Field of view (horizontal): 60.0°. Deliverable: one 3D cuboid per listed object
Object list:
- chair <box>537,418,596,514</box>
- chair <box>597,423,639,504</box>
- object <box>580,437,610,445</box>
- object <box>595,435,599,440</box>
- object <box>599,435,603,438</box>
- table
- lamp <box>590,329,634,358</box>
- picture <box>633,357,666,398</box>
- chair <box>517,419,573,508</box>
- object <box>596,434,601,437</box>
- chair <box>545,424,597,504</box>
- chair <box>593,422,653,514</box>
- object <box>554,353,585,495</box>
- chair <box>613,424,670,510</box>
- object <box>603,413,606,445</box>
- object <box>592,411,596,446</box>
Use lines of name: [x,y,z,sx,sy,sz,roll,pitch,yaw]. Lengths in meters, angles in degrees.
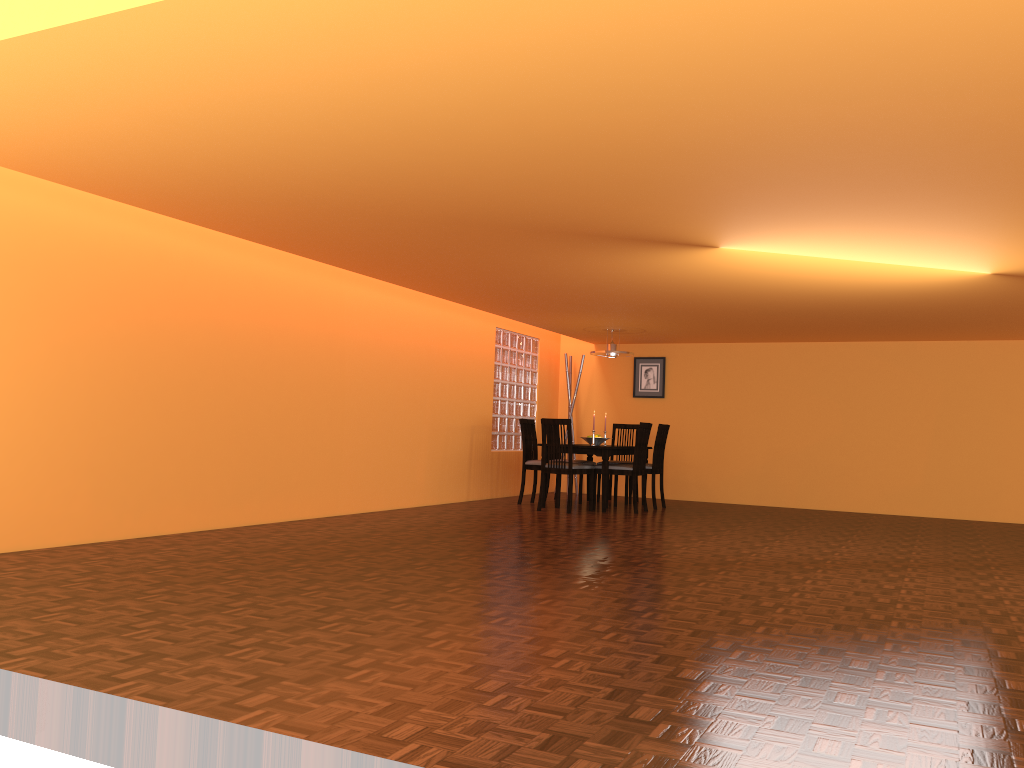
chair: [0.464,0.712,7.760,0.373,0.809,0.465,0,-4,31]
chair: [1.109,0.808,9.070,0.373,0.809,0.465,1,-3,21]
object: [0.784,0.542,8.378,0.337,0.072,0.337,3,-3,-8]
object: [0.786,0.502,8.284,0.046,0.046,0.055,2,-3,9]
object: [0.845,0.522,8.372,0.055,0.070,0.066,2,-3,7]
table: [0.801,0.872,8.391,0.697,0.584,1.259,1,-3,26]
lamp: [0.989,-0.397,8.748,0.435,0.274,0.435,5,-4,-42]
picture: [1.527,-0.072,9.871,0.361,0.456,0.014,1,-3,26]
chair: [0.311,0.737,8.326,0.465,0.809,0.373,1,-3,26]
object: [0.814,0.511,8.446,0.069,0.066,0.069,0,-4,36]
chair: [0.562,0.775,8.843,0.465,0.809,0.373,1,-3,26]
chair: [1.000,0.745,7.989,0.465,0.809,0.373,1,-3,26]
object: [0.666,0.452,9.972,0.226,1.589,0.308,5,-4,-42]
chair: [1.251,0.783,8.507,0.465,0.809,0.373,1,-3,26]
object: [0.908,0.434,8.637,0.044,0.326,0.044,1,-3,15]
object: [0.748,0.399,8.114,0.044,0.326,0.044,1,-3,15]
